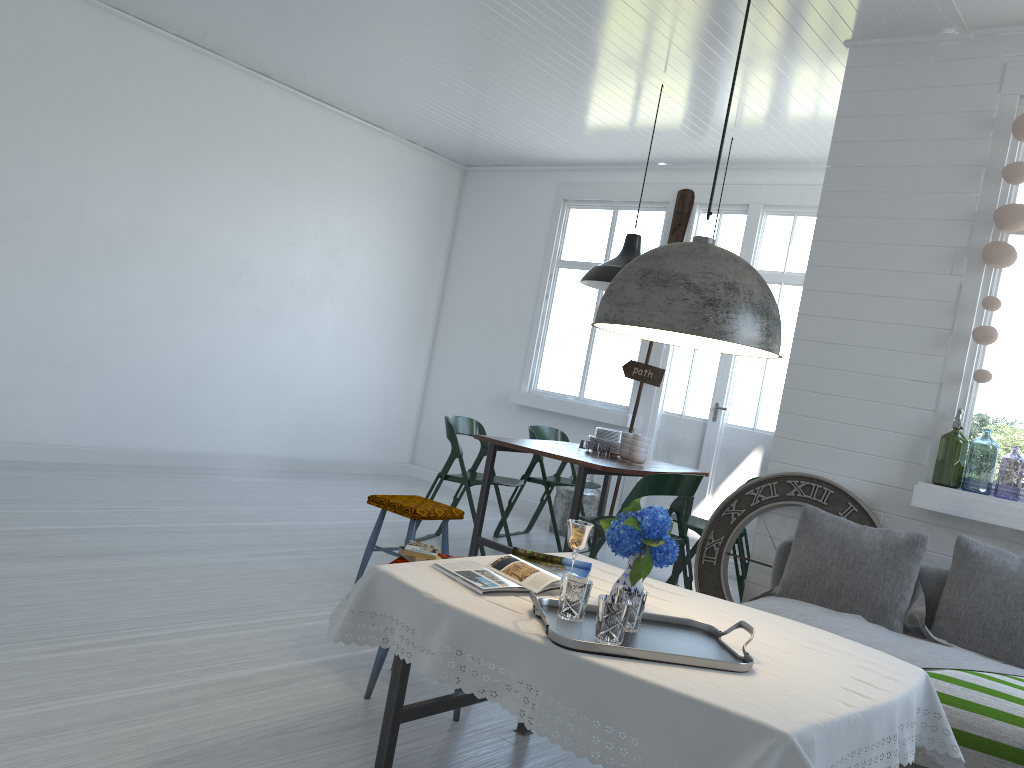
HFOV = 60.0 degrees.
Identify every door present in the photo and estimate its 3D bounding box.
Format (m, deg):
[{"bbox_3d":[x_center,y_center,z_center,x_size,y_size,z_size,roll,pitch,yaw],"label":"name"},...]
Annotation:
[{"bbox_3d":[1.905,-0.093,8.051,1.607,3.482,0.254,12,2,39],"label":"door"}]

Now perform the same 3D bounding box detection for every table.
[{"bbox_3d":[0.563,0.971,6.548,1.169,0.930,1.697,11,1,36],"label":"table"},{"bbox_3d":[0.372,1.084,2.809,1.667,0.725,1.329,11,1,40],"label":"table"}]

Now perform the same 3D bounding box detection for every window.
[{"bbox_3d":[0.828,-0.861,9.006,1.479,2.399,0.254,12,2,39],"label":"window"},{"bbox_3d":[2.948,-0.417,4.244,1.479,2.399,0.254,12,2,39],"label":"window"}]

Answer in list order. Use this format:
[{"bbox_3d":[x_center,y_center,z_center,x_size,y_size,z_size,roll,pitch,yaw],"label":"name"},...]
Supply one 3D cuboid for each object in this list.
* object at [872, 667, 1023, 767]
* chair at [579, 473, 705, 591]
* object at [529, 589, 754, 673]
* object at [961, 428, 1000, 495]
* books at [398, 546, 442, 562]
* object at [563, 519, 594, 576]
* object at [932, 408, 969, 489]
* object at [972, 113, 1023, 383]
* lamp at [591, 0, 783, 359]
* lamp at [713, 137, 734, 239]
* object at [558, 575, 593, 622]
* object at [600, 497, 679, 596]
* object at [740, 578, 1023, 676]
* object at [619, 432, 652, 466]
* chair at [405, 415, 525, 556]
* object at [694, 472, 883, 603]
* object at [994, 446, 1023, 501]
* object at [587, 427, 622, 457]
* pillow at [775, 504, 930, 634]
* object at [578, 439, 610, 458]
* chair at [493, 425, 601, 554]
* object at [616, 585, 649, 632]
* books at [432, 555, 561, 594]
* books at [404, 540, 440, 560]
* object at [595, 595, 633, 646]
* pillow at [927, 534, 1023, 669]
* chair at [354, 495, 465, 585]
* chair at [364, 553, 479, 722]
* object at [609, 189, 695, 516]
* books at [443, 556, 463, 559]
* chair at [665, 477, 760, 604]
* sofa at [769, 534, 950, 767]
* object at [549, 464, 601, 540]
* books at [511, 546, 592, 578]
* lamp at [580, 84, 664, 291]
[{"bbox_3d":[2.137,1.443,3.371,3.158,0.473,1.045,11,1,39],"label":"object"},{"bbox_3d":[0.788,1.001,5.517,0.729,1.007,0.652,12,2,39],"label":"chair"},{"bbox_3d":[0.364,0.682,2.518,0.651,0.092,0.398,10,1,-9],"label":"object"},{"bbox_3d":[2.408,0.396,4.546,0.138,0.335,0.137,9,2,-44],"label":"object"},{"bbox_3d":[-0.379,0.714,3.676,0.129,0.030,0.182,10,1,-29],"label":"books"},{"bbox_3d":[0.225,0.583,3.133,0.098,0.192,0.098,10,2,-31],"label":"object"},{"bbox_3d":[2.298,0.331,4.618,0.136,0.416,0.136,12,2,36],"label":"object"},{"bbox_3d":[2.534,-0.694,4.555,0.193,1.405,0.197,10,2,-1],"label":"object"},{"bbox_3d":[0.731,-1.139,2.769,0.600,2.045,0.601,11,2,9],"label":"lamp"},{"bbox_3d":[1.676,-1.290,7.301,0.650,1.500,0.649,10,1,-6],"label":"lamp"},{"bbox_3d":[0.179,0.623,2.572,0.096,0.119,0.095,10,1,-27],"label":"object"},{"bbox_3d":[0.396,0.542,2.783,0.236,0.377,0.266,12,2,41],"label":"object"},{"bbox_3d":[1.380,1.227,4.131,1.685,0.925,1.211,10,1,-10],"label":"object"},{"bbox_3d":[0.878,0.461,6.369,0.150,0.216,0.309,10,1,-18],"label":"object"},{"bbox_3d":[-0.301,0.785,6.787,0.729,1.007,0.652,11,1,19],"label":"chair"},{"bbox_3d":[1.546,1.064,4.983,1.110,1.138,0.585,11,1,24],"label":"object"},{"bbox_3d":[2.506,0.448,4.453,0.111,0.270,0.110,10,2,-33],"label":"object"},{"bbox_3d":[0.715,0.438,6.682,0.300,0.195,0.305,10,1,-15],"label":"object"},{"bbox_3d":[1.675,0.924,4.408,0.638,0.522,0.279,11,2,38],"label":"pillow"},{"bbox_3d":[0.606,0.469,6.427,0.171,0.098,0.241,11,1,43],"label":"object"},{"bbox_3d":[0.364,0.900,7.626,0.729,1.007,0.652,11,1,29],"label":"chair"},{"bbox_3d":[0.339,0.653,2.572,0.095,0.119,0.096,11,1,23],"label":"object"},{"bbox_3d":[-0.005,0.624,2.924,0.423,0.049,0.299,10,1,-36],"label":"books"},{"bbox_3d":[-0.372,0.689,3.679,0.133,0.022,0.189,11,1,0],"label":"books"},{"bbox_3d":[0.271,0.642,2.406,0.096,0.119,0.095,10,1,-27],"label":"object"},{"bbox_3d":[2.291,1.013,4.025,0.640,0.521,0.281,11,2,39],"label":"pillow"},{"bbox_3d":[-0.603,0.962,5.162,0.418,0.563,0.420,12,2,39],"label":"chair"},{"bbox_3d":[-0.322,1.030,3.711,0.419,0.563,0.419,11,1,9],"label":"chair"},{"bbox_3d":[1.288,-0.193,8.392,0.362,3.422,0.412,10,2,-19],"label":"object"},{"bbox_3d":[-0.182,0.760,3.740,0.188,0.012,0.133,11,1,37],"label":"books"},{"bbox_3d":[1.473,1.119,6.381,0.729,1.007,0.652,11,1,19],"label":"chair"},{"bbox_3d":[1.696,1.296,2.541,3.388,0.899,3.412,11,1,39],"label":"sofa"},{"bbox_3d":[0.628,1.073,8.375,0.450,0.725,0.451,11,1,19],"label":"object"},{"bbox_3d":[0.125,0.651,3.204,0.300,0.043,0.229,11,1,13],"label":"books"},{"bbox_3d":[0.946,-1.416,6.381,0.649,1.500,0.651,12,2,35],"label":"lamp"}]
